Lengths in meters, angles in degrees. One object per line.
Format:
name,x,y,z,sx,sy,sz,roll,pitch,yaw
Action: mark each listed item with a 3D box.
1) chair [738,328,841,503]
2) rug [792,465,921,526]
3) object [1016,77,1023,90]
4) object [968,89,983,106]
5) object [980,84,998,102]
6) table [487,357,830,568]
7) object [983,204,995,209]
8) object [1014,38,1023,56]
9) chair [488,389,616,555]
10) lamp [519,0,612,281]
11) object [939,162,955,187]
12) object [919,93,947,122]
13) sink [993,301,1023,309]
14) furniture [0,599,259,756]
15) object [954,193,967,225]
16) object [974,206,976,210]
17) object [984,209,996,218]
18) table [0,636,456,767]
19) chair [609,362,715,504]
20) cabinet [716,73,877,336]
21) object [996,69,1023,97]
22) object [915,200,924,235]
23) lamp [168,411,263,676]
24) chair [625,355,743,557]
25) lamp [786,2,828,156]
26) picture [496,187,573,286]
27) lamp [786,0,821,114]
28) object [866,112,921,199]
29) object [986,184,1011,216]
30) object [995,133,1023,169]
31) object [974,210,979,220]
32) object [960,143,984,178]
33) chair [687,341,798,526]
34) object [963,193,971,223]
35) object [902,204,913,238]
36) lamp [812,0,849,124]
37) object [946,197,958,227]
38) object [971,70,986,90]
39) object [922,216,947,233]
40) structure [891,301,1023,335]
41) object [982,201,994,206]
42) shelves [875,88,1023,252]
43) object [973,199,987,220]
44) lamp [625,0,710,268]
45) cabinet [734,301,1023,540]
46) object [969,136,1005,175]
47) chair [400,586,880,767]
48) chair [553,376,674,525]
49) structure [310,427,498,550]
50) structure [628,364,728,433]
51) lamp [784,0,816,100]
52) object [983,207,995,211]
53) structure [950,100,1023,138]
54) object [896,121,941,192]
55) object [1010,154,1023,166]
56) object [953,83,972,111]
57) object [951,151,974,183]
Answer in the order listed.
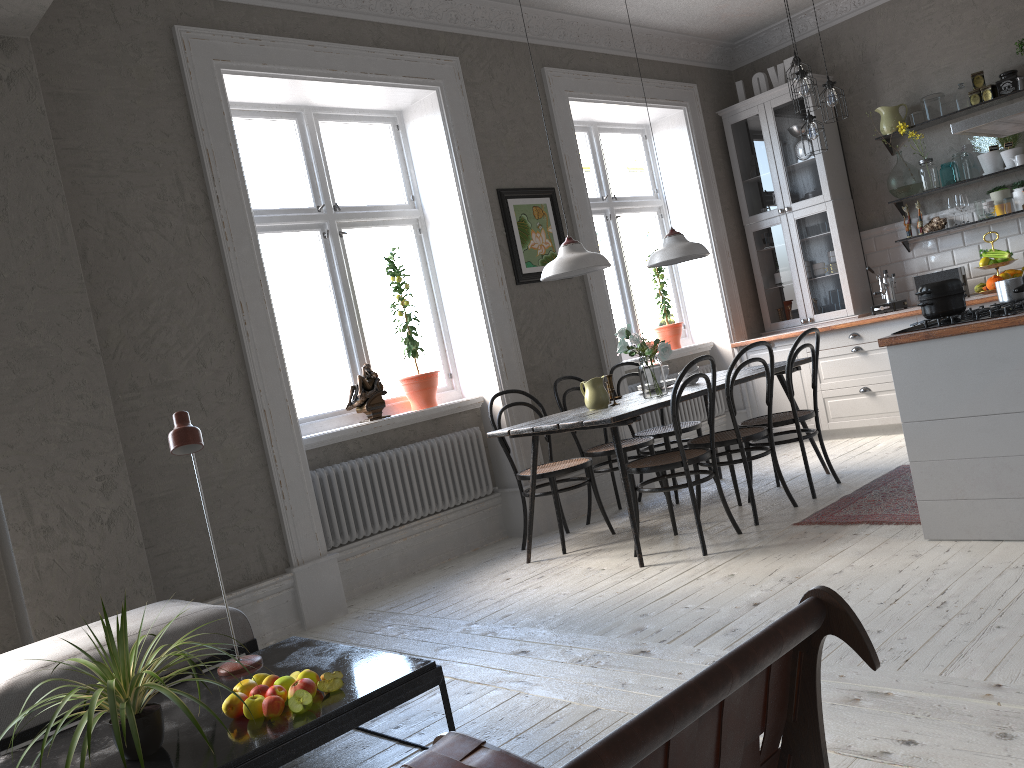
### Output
chair,1.555,0.177,5.065,0.537,0.921,0.447,-10,2,45
rug,2.074,0.541,4.537,1.316,0.014,0.721,-13,2,-43
object,3.439,-2.024,5.951,0.076,0.096,0.091,-13,2,-42
object,3.265,-2.002,6.218,0.084,0.113,0.081,-13,2,-43
object,3.319,-2.012,6.153,0.084,0.113,0.081,-13,2,-33
table,0.928,0.403,5.077,1.960,0.735,0.886,-13,2,-43
object,3.353,-1.228,6.223,0.078,0.051,0.076,-13,2,-24
object,3.526,-2.194,5.895,0.244,0.397,0.257,-12,2,-18
chair,0.206,0.460,5.046,0.446,0.921,0.538,-13,2,-35
lamp,0.145,-1.482,4.602,0.381,1.859,0.377,-12,2,-5
object,3.204,-1.532,6.485,0.128,0.172,0.123,-13,2,-39
object,3.066,-2.002,6.437,0.172,0.184,0.171,-12,2,-4
sink,2.498,-0.515,4.062,0.496,0.720,0.517,-13,2,-43
furniture,-1.357,1.058,2.976,0.845,0.476,0.571,-13,2,-43
object,3.228,-1.255,6.363,0.080,0.217,0.083,-11,2,33
object,3.372,-1.251,6.375,0.079,0.083,0.076,-13,2,-25
object,3.361,-1.195,6.224,0.075,0.051,0.079,-11,2,40
table,-0.924,1.083,2.338,1.337,0.303,0.831,-13,2,-43
chair,0.974,0.282,5.761,0.446,0.921,0.539,-13,2,-30
cabinet,2.316,-1.399,7.200,0.396,1.921,0.861,-14,2,-43
object,3.430,-2.065,6.098,0.145,0.174,0.139,-13,2,-43
object,3.066,-1.249,6.653,0.062,0.264,0.053,-12,2,-7
lamp,-0.946,0.497,2.756,0.139,0.839,0.250,-12,2,-7
chair,0.805,0.351,4.367,0.537,0.921,0.447,-10,2,45
lamp,1.804,-2.353,5.739,0.145,1.735,0.148,-11,2,14
picture,0.159,-0.971,5.765,0.532,0.620,0.019,-13,2,-43
lamp,1.637,-2.524,5.395,0.146,1.735,0.147,-12,2,4
object,2.873,-1.726,6.634,0.330,0.674,0.341,-11,2,15
object,3.459,-1.302,6.283,0.154,0.217,0.158,-11,2,27
object,3.435,-1.678,6.127,0.183,0.380,0.170,-12,2,8
object,3.379,-1.219,6.377,0.079,0.083,0.076,-13,2,-25
object,3.335,-1.604,6.421,0.134,0.264,0.129,-13,2,-37
chair,1.191,0.261,4.741,0.446,0.921,0.538,-13,2,-35
object,3.292,-1.269,6.427,0.080,0.217,0.083,-11,2,33
object,3.008,-1.239,6.739,0.052,0.264,0.062,-11,2,18
lamp,1.883,-2.529,5.606,0.144,1.735,0.149,-11,2,34
object,3.238,-1.260,6.492,0.080,0.217,0.083,-11,2,33
object,3.255,-2.114,6.182,0.081,0.113,0.084,-11,2,27
object,3.131,-1.183,6.564,0.174,0.111,0.098,-11,2,24
structure,1.954,-0.299,3.718,0.618,0.031,0.486,-13,2,-43
object,3.348,-1.253,6.222,0.076,0.051,0.078,-11,2,33
shelves,3.344,-1.499,6.302,0.233,0.923,1.288,-14,2,-43
object,3.338,-1.236,6.301,0.078,0.139,0.080,-11,2,20
lamp,0.796,-1.633,5.223,0.387,1.859,0.372,-13,2,-35
cabinet,2.694,-0.036,5.180,1.983,0.854,4.204,-12,1,4
object,3.389,-1.659,6.259,0.238,0.354,0.241,-13,2,-25
chair,-0.007,0.699,1.261,0.518,0.721,0.995,-13,2,-43
chair,0.608,0.366,5.436,0.537,0.921,0.447,-10,2,45
structure,-0.595,0.566,5.056,0.145,0.428,1.249,-10,2,45
structure,1.250,0.136,6.820,0.145,0.428,1.249,-10,2,45
lamp,1.663,-2.667,5.570,0.144,1.735,0.149,-11,2,34
object,3.357,-1.211,6.223,0.075,0.051,0.079,-11,2,40
structure,2.474,-2.098,4.285,0.727,1.596,0.698,-14,2,-43
object,2.969,-1.672,6.480,0.187,0.540,0.286,-10,2,39
object,3.464,-1.526,6.040,0.063,0.071,0.105,-12,2,-12
object,3.249,-2.057,6.373,0.139,0.220,0.140,-12,2,7
object,3.217,-1.548,6.333,0.126,0.206,0.123,-13,2,-20
